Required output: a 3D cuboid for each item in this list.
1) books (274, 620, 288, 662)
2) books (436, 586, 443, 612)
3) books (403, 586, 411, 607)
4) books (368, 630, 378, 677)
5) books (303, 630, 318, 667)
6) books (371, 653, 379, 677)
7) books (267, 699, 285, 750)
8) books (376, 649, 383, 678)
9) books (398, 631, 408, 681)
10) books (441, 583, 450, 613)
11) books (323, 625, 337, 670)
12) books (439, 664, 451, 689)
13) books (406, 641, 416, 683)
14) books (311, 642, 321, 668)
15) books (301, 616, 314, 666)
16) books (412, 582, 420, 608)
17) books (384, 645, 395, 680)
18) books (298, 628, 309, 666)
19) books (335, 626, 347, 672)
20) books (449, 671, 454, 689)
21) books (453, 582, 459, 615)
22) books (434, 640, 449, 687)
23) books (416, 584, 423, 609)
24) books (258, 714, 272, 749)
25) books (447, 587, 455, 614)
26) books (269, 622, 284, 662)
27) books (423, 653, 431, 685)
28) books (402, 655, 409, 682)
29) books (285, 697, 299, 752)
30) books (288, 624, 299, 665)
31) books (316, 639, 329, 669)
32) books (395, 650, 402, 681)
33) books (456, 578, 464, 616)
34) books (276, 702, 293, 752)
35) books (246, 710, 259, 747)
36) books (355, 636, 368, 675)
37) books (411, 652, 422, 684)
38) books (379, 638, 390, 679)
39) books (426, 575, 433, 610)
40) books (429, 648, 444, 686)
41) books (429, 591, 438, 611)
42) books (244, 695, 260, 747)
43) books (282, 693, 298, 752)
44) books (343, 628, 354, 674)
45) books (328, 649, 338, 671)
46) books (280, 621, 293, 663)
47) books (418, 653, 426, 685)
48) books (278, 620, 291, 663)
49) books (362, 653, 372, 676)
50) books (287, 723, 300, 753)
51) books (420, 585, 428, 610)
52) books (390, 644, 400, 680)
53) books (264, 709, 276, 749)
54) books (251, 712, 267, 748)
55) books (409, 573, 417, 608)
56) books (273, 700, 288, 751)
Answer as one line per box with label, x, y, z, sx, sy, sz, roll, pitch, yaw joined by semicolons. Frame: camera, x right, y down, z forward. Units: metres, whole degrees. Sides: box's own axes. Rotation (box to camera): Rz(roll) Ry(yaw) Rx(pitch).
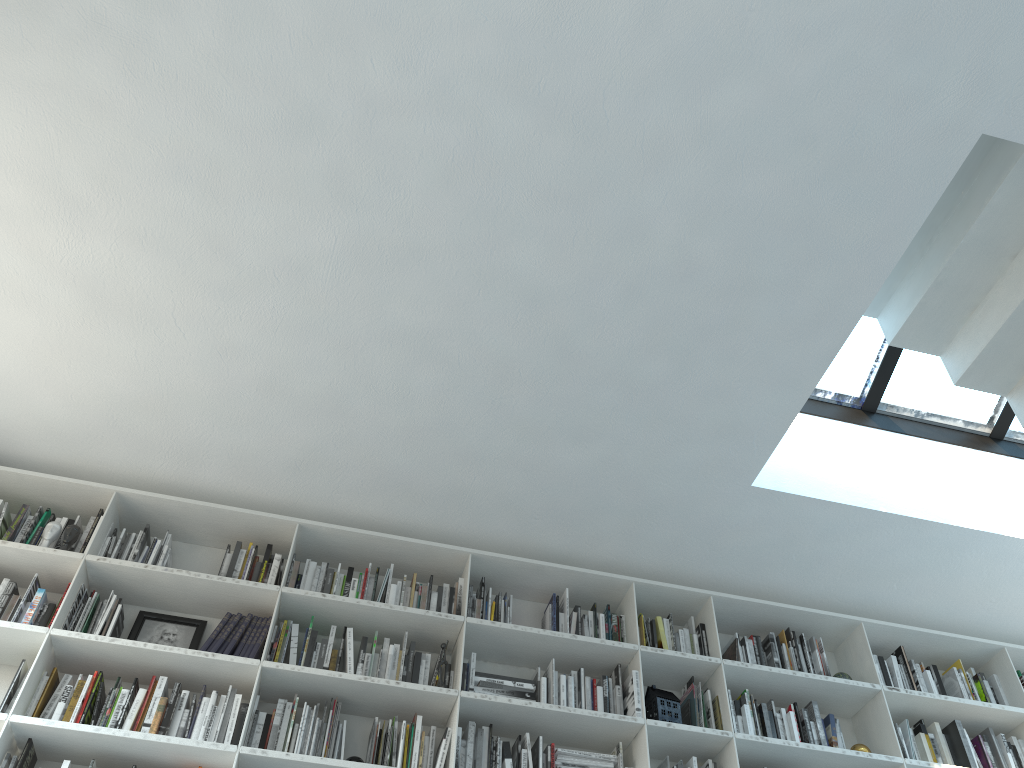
books;-1.037;1.211;3.931;0.013;0.282;0.159;11;-48;-8
books;-0.368;1.116;4.280;0.026;0.235;0.150;11;-48;-8
books;-0.523;1.103;4.259;0.029;0.212;0.142;11;-48;-8
books;-0.640;1.283;3.996;0.012;0.306;0.146;11;-48;-8
books;-0.905;1.245;3.928;0.031;0.240;0.182;11;-48;-8
books;-0.630;1.336;3.981;0.024;0.211;0.129;11;-48;-8
books;-0.987;1.468;3.667;0.026;0.278;0.151;11;-48;-8
books;-0.608;1.322;3.964;0.010;0.207;0.174;11;-48;-8
books;-0.509;1.302;4.013;0.011;0.311;0.184;11;-48;-8
books;-0.342;1.120;4.299;0.030;0.259;0.152;11;-48;-8
books;-0.829;1.248;3.963;0.023;0.291;0.156;11;-48;-8
books;-0.310;1.398;4.024;0.028;0.210;0.135;11;-48;-8
books;-0.475;1.334;4.025;0.022;0.288;0.147;11;-48;-8
books;-0.882;1.274;3.926;0.024;0.200;0.154;11;-48;-8
books;-0.924;1.215;3.951;0.012;0.313;0.172;11;-48;-8
books;-0.479;1.091;4.256;0.021;0.227;0.162;11;-48;-8
books;-0.564;1.317;3.969;0.021;0.224;0.192;11;-48;-8
books;-0.938;1.238;3.935;0.011;0.258;0.158;11;-48;-8
books;-0.782;1.264;3.990;0.013;0.313;0.136;11;-48;-8
books;-0.289;1.413;4.025;0.019;0.193;0.098;11;-48;-8
books;-0.293;1.118;4.299;0.014;0.265;0.172;11;-48;-8
books;-0.345;1.341;4.035;0.058;0.300;0.176;11;-48;-8
books;-0.460;1.093;4.243;0.013;0.205;0.179;11;-48;-8
books;-1.028;1.496;3.653;0.024;0.218;0.141;11;-48;-8
books;-0.311;1.122;4.276;0.026;0.224;0.173;11;-48;-8
books;-1.052;1.207;3.909;0.023;0.254;0.175;11;-48;-8
books;-0.403;1.366;4.016;0.025;0.235;0.154;11;-48;-8
books;-0.498;1.354;3.992;0.024;0.212;0.151;11;-48;-8
books;-0.923;1.471;3.670;0.010;0.282;0.185;11;-48;-8
books;-0.977;1.231;3.940;0.067;0.273;0.169;11;-48;-8
books;-0.855;1.268;3.932;0.029;0.217;0.158;11;-48;-8
books;-0.524;1.335;3.988;0.013;0.229;0.142;11;-48;-8
books;-0.272;1.111;4.307;0.026;0.287;0.177;11;-48;-8
books;-0.952;1.479;3.664;0.024;0.260;0.178;11;-48;-8
books;-1.070;1.473;3.626;0.015;0.206;0.187;11;-48;-8
books;-0.688;1.292;3.978;0.027;0.263;0.169;11;-48;-8
books;-0.446;1.349;3.989;0.030;0.216;0.183;11;-48;-8
books;-0.592;1.309;4.004;0.026;0.284;0.138;11;-48;-8
books;-0.414;1.087;4.288;0.013;0.284;0.160;11;-48;-8
books;-0.360;1.351;4.018;0.055;0.262;0.168;11;-48;-8
books;-0.394;1.121;4.251;0.031;0.183;0.178;11;-48;-8
books;-1.086;1.457;3.664;0.012;0.283;0.160;11;-48;-8
books;-0.937;1.474;3.695;0.011;0.315;0.155;11;-48;-8
books;-0.734;1.264;3.968;0.075;0.284;0.179;11;-48;-8
books;-0.805;1.299;3.932;0.034;0.179;0.161;11;-48;-8
books;-1.013;1.214;3.935;0.010;0.285;0.149;11;-48;-8
books;-0.422;1.356;3.997;0.022;0.221;0.162;11;-48;-8
books;-1.029;1.220;3.956;0.014;0.307;0.130;11;-48;-8
books;-0.661;1.322;3.947;0.028;0.179;0.169;11;-48;-8
books;-0.910;1.520;3.649;0.029;0.185;0.150;11;-48;-8
books;-0.440;1.097;4.241;0.026;0.199;0.188;11;-48;-8
books;-0.544;1.323;3.998;0.028;0.259;0.136;11;-48;-8
books;-1.007;1.483;3.654;0.012;0.238;0.135;11;-48;-8
books;-1.054;1.489;3.652;0.029;0.223;0.137;11;-48;-8
books;-0.494;1.070;4.263;0.014;0.265;0.193;11;-48;-8
books;-0.968;1.470;3.666;0.012;0.274;0.158;11;-48;-8
